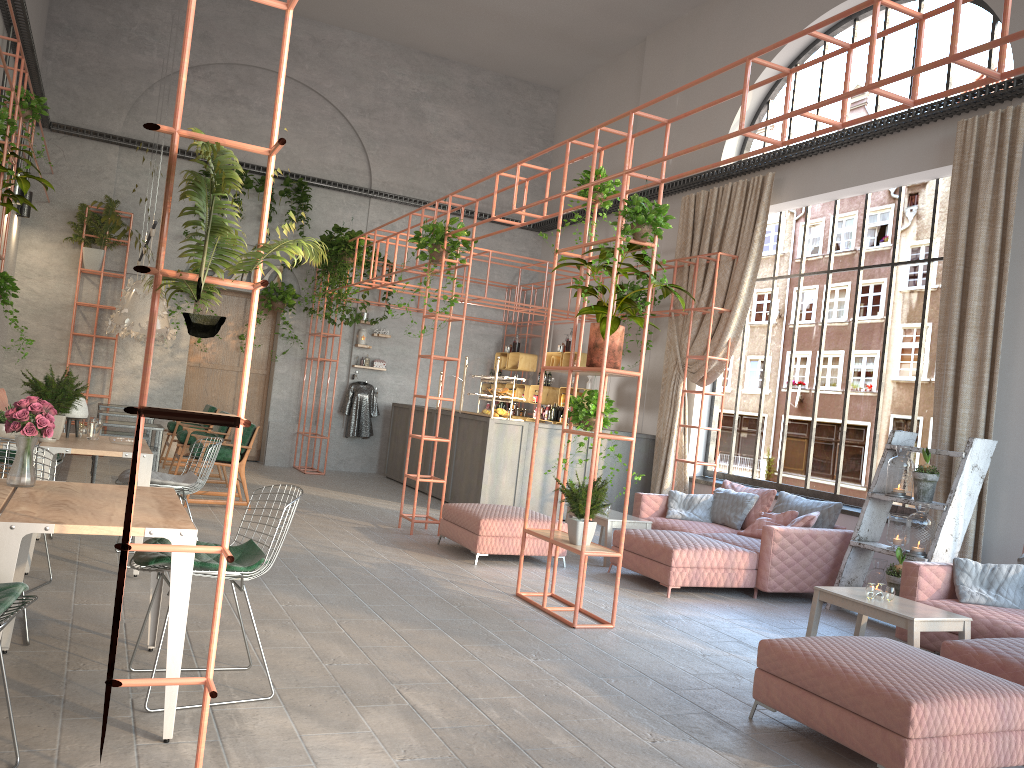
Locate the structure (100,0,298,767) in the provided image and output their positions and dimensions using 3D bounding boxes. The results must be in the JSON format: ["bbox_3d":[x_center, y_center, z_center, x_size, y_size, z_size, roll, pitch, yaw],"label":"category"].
[{"bbox_3d":[-1.020,-0.404,2.610,0.624,3.602,0.424,7,-1,-25],"label":"structure"}]

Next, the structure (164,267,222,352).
[{"bbox_3d":[-5.041,-1.291,13.851,0.921,1.527,0.950,6,-1,8],"label":"structure"}]

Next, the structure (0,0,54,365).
[{"bbox_3d":[-6.207,-1.483,7.035,4.501,4.345,14.096,7,-1,-26],"label":"structure"}]

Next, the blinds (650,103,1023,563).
[{"bbox_3d":[3.062,-0.314,9.727,0.414,4.389,4.957,7,-1,-24],"label":"blinds"}]

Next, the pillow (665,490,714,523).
[{"bbox_3d":[1.903,1.318,9.462,0.500,0.324,0.307,6,-1,10],"label":"pillow"}]

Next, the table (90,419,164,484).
[{"bbox_3d":[-4.035,0.809,9.266,0.635,0.798,0.602,7,-1,-25],"label":"table"}]

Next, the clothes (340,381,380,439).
[{"bbox_3d":[-2.534,0.458,14.897,0.625,0.997,0.366,8,-2,-45],"label":"clothes"}]

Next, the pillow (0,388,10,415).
[{"bbox_3d":[-5.738,0.287,9.775,0.276,0.474,0.839,7,-1,-5],"label":"pillow"}]

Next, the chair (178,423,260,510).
[{"bbox_3d":[-3.186,0.846,9.653,0.685,0.929,0.722,7,-1,-25],"label":"chair"}]

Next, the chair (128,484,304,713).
[{"bbox_3d":[-1.383,0.923,4.073,0.717,0.941,0.565,7,-1,-29],"label":"chair"}]

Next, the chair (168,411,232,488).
[{"bbox_3d":[-3.933,0.795,11.257,0.685,0.930,0.722,7,-1,-25],"label":"chair"}]

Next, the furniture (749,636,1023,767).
[{"bbox_3d":[1.848,1.547,4.300,0.941,0.446,0.976,7,-1,-25],"label":"furniture"}]

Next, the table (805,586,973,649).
[{"bbox_3d":[2.446,1.649,5.799,0.520,0.455,0.916,7,-1,-25],"label":"table"}]

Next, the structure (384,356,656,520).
[{"bbox_3d":[0.002,0.733,13.430,2.579,2.022,4.057,7,-1,-25],"label":"structure"}]

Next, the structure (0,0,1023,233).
[{"bbox_3d":[-3.095,-3.465,6.351,15.603,0.110,15.203,7,-1,-25],"label":"structure"}]

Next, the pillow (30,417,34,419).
[{"bbox_3d":[-6.400,0.446,12.043,0.491,0.149,0.637,7,-1,-24],"label":"pillow"}]

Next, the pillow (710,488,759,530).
[{"bbox_3d":[2.279,1.309,9.376,0.289,0.385,0.666,7,-1,-25],"label":"pillow"}]

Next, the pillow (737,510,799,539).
[{"bbox_3d":[2.497,1.353,8.595,0.441,0.317,0.479,8,-2,-44],"label":"pillow"}]

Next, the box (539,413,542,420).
[{"bbox_3d":[0.439,0.503,13.732,0.058,0.093,0.122,7,-1,-25],"label":"box"}]

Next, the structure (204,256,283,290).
[{"bbox_3d":[-4.309,-1.818,14.116,1.312,0.505,0.063,7,-1,-25],"label":"structure"}]

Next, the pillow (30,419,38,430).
[{"bbox_3d":[-5.653,0.497,10.436,0.491,0.149,0.637,7,-1,-24],"label":"pillow"}]

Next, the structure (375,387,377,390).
[{"bbox_3d":[-2.306,0.081,15.083,0.066,0.044,0.019,7,-1,-25],"label":"structure"}]

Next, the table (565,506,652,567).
[{"bbox_3d":[0.955,1.543,9.003,0.520,0.455,0.916,7,-1,-25],"label":"table"}]

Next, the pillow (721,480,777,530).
[{"bbox_3d":[2.423,1.295,9.428,0.276,0.474,0.839,7,-1,-25],"label":"pillow"}]

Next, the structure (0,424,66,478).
[{"bbox_3d":[-7.285,0.588,9.391,4.386,0.500,5.831,7,-1,-25],"label":"structure"}]

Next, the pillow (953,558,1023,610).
[{"bbox_3d":[3.394,1.420,6.259,0.500,0.324,0.307,6,-1,10],"label":"pillow"}]

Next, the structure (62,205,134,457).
[{"bbox_3d":[-6.131,-0.763,13.042,0.630,3.597,0.430,7,-1,-25],"label":"structure"}]

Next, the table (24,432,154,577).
[{"bbox_3d":[-3.022,0.829,6.358,0.694,0.830,1.214,7,-1,-25],"label":"table"}]

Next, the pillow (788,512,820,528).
[{"bbox_3d":[2.640,1.341,8.163,0.308,0.349,0.495,6,-1,25],"label":"pillow"}]

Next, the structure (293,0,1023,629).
[{"bbox_3d":[1.192,-0.041,8.768,4.157,4.247,14.689,7,-1,-25],"label":"structure"}]

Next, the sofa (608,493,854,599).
[{"bbox_3d":[1.803,1.524,8.634,1.960,0.672,2.219,7,-1,-25],"label":"sofa"}]

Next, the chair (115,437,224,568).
[{"bbox_3d":[-2.573,0.840,6.589,0.717,0.941,0.565,7,-1,-29],"label":"chair"}]

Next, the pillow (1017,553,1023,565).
[{"bbox_3d":[3.770,1.411,6.173,0.289,0.385,0.666,7,-1,-25],"label":"pillow"}]

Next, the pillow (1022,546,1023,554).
[{"bbox_3d":[3.914,1.396,6.225,0.276,0.474,0.839,7,-1,-25],"label":"pillow"}]

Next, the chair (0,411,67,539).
[{"bbox_3d":[-3.866,0.702,7.002,0.565,0.941,0.717,7,-1,-24],"label":"chair"}]

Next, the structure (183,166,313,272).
[{"bbox_3d":[-4.164,-2.646,14.039,1.939,1.514,0.856,7,-1,-31],"label":"structure"}]

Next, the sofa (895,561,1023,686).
[{"bbox_3d":[3.294,1.626,5.431,1.960,0.672,2.219,7,-1,-25],"label":"sofa"}]

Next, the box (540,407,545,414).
[{"bbox_3d":[0.485,0.414,13.754,0.058,0.093,0.122,7,-1,-14],"label":"box"}]

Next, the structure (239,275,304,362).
[{"bbox_3d":[-3.873,-1.125,14.447,0.950,1.527,0.921,7,-1,-27],"label":"structure"}]

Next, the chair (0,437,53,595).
[{"bbox_3d":[-3.075,0.756,5.323,0.565,0.941,0.717,7,-1,-9],"label":"chair"}]

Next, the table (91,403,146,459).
[{"bbox_3d":[-5.515,0.708,12.446,0.635,0.798,0.602,7,-1,-25],"label":"table"}]

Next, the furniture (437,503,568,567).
[{"bbox_3d":[-0.092,1.414,8.468,0.941,0.446,0.976,7,-1,-25],"label":"furniture"}]

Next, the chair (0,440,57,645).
[{"bbox_3d":[-2.676,0.784,4.487,0.565,0.941,0.717,7,-1,-24],"label":"chair"}]

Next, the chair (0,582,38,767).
[{"bbox_3d":[-1.885,0.838,2.807,0.565,0.941,0.717,7,-1,-9],"label":"chair"}]

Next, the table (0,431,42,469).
[{"bbox_3d":[-3.647,0.752,6.061,0.694,0.830,1.205,7,-1,-25],"label":"table"}]

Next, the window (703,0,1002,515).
[{"bbox_3d":[3.725,-1.481,9.870,0.089,5.538,4.127,7,-1,-25],"label":"window"}]

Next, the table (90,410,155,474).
[{"bbox_3d":[-4.775,0.759,10.856,0.635,0.798,0.602,7,-1,-25],"label":"table"}]

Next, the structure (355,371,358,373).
[{"bbox_3d":[-2.606,-0.201,14.929,0.066,0.044,0.019,7,-1,-25],"label":"structure"}]

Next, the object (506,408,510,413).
[{"bbox_3d":[-0.047,0.463,14.814,0.115,0.107,0.115,6,-1,32],"label":"object"}]

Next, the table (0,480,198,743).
[{"bbox_3d":[-1.833,0.924,3.843,0.694,0.830,1.214,7,-1,-25],"label":"table"}]

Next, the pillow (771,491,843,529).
[{"bbox_3d":[2.795,1.322,8.602,0.273,0.476,0.836,7,-1,-25],"label":"pillow"}]

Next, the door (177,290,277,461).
[{"bbox_3d":[-4.778,-0.157,14.744,1.360,2.729,0.551,7,-1,-25],"label":"door"}]

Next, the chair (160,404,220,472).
[{"bbox_3d":[-4.664,0.745,12.828,0.685,0.930,0.722,7,-1,-25],"label":"chair"}]

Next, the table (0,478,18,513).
[{"bbox_3d":[-2.458,0.847,3.545,0.694,0.830,1.205,7,-1,-25],"label":"table"}]
